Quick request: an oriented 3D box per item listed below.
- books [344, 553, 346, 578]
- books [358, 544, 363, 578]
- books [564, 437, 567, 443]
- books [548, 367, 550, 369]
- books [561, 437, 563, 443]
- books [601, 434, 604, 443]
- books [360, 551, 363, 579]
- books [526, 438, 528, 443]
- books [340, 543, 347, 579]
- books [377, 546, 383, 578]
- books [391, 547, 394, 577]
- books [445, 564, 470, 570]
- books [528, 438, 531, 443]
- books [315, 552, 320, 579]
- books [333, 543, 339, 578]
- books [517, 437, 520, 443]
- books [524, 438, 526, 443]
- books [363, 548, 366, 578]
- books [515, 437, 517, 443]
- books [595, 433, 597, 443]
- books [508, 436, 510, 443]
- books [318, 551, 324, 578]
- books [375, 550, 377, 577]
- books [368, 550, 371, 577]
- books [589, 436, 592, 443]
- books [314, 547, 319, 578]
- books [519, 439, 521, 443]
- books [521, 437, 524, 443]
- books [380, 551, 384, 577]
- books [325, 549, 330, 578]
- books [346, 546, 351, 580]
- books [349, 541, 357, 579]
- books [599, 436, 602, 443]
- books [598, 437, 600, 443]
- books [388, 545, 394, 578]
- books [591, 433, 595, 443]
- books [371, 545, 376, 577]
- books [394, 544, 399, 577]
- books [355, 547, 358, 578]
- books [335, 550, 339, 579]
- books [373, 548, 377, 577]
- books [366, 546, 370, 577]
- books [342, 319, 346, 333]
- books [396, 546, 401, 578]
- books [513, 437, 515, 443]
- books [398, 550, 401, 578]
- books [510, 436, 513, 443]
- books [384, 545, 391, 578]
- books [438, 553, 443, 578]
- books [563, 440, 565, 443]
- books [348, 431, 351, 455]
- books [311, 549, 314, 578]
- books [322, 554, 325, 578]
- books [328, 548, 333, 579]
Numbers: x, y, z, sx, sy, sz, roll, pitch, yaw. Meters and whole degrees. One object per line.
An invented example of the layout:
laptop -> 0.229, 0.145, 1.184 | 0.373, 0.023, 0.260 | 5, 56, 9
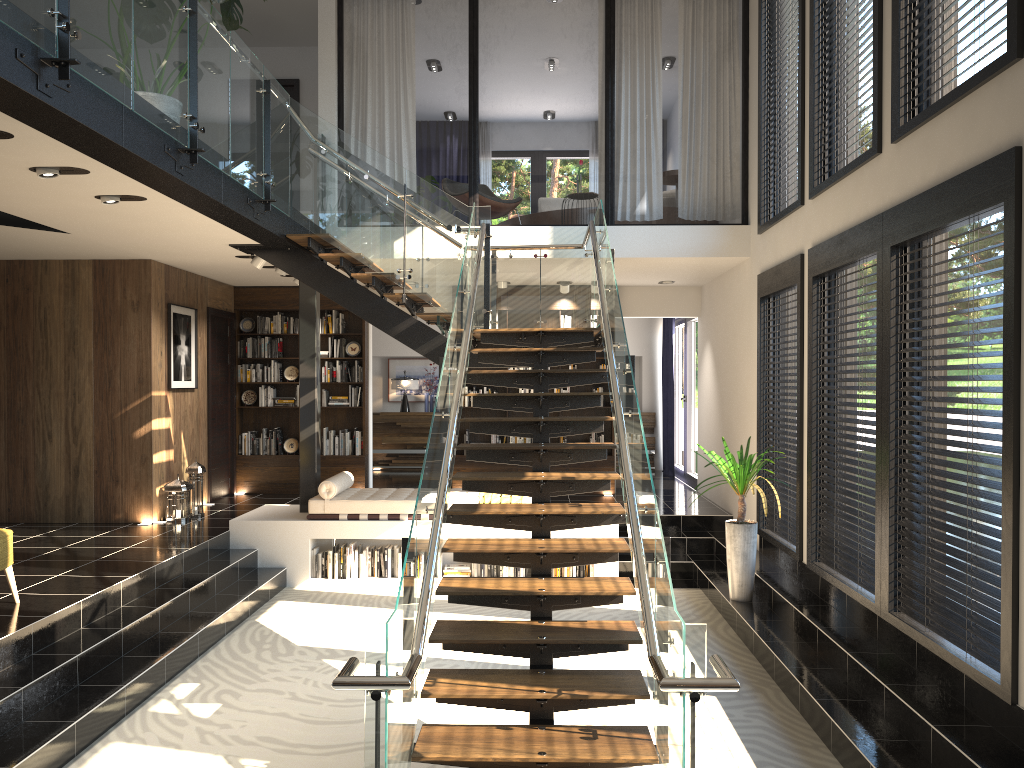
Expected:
books -> -1.624, 1.782, 8.745 | 0.029, 0.237, 0.146 | 0, 1, 2
books -> -1.497, 1.744, 8.745 | 0.021, 0.313, 0.139 | 0, 1, 2
books -> 0.692, 0.807, 11.462 | 0.026, 0.238, 0.159 | 0, 1, 2
books -> 0.478, -0.133, 11.495 | 0.046, 0.219, 0.145 | 0, 1, 2
books -> 0.642, 0.794, 11.485 | 0.024, 0.264, 0.174 | 0, 1, 2
books -> 1.167, 0.789, 11.449 | 0.025, 0.274, 0.204 | 0, 0, 2
books -> -1.472, 1.780, 8.742 | 0.029, 0.240, 0.165 | 0, 0, 2
books -> 0.197, 0.799, 11.471 | 0.025, 0.255, 0.202 | 0, 0, 2
books -> -1.654, 1.740, 8.722 | 0.030, 0.322, 0.202 | 0, 1, 2
books -> -1.309, 1.760, 8.778 | 0.028, 0.282, 0.172 | 0, 1, 2
books -> -1.172, 1.766, 8.795 | 0.029, 0.271, 0.128 | 0, 1, 2
books -> -0.540, 1.815, 8.793 | 0.249, 0.026, 0.148 | 0, 0, -1
books -> 0.226, 0.773, 11.489 | 0.032, 0.306, 0.155 | 0, 1, 2
books -> -1.905, 1.786, 8.737 | 0.024, 0.229, 0.171 | 0, 0, 2
books -> -1.737, 1.744, 8.756 | 0.029, 0.314, 0.163 | 0, 1, 2
books -> 0.082, 0.788, 11.478 | 0.030, 0.276, 0.160 | 0, 1, 2
books -> 0.170, 0.777, 11.496 | 0.032, 0.298, 0.169 | 0, 1, 2
books -> -1.446, 1.765, 8.755 | 0.021, 0.271, 0.148 | 0, 1, 2
books -> 0.055, 0.789, 11.504 | 0.025, 0.274, 0.150 | 0, 1, 2
books -> 1.074, 0.771, 11.459 | 0.027, 0.311, 0.148 | 0, 1, 2
books -> -0.035, 0.795, 11.513 | 0.026, 0.263, 0.156 | 0, 1, 2
books -> -1.879, 1.780, 8.740 | 0.027, 0.241, 0.150 | 0, 1, 2
books -> -1.333, 1.771, 8.787 | 0.019, 0.261, 0.183 | 0, 0, 2
books -> -1.402, 1.778, 8.822 | 0.026, 0.247, 0.149 | 0, 1, 2
books -> 1.018, 0.803, 11.458 | 0.026, 0.247, 0.149 | 0, 1, 2
books -> -1.929, 1.758, 8.752 | 0.024, 0.286, 0.130 | 0, 1, 2
books -> 0.110, 0.819, 11.489 | 0.025, 0.214, 0.170 | 0, 0, 2
books -> 0.138, 0.786, 11.498 | 0.031, 0.280, 0.141 | 0, 1, 2
books -> -1.270, 1.784, 8.790 | 0.050, 0.234, 0.149 | 0, 1, 2
books -> -1.820, 1.772, 8.769 | 0.030, 0.256, 0.145 | 0, 1, 2
books -> -1.597, 1.746, 8.718 | 0.028, 0.309, 0.211 | 0, 1, 2
books -> -1.558, 1.732, 8.737 | 0.051, 0.338, 0.187 | 0, 1, 2
books -> 1.144, 0.799, 11.456 | 0.023, 0.254, 0.191 | 0, 0, 2
books -> 1.122, 0.809, 11.465 | 0.022, 0.234, 0.178 | 0, 0, 2
books -> -1.199, 1.755, 8.778 | 0.025, 0.293, 0.205 | 0, 0, 2
books -> 1.046, 0.763, 11.458 | 0.030, 0.326, 0.195 | 0, 1, 2
books -> -1.377, 1.759, 8.820 | 0.025, 0.285, 0.137 | 0, 1, 2
books -> -1.146, 1.747, 8.793 | 0.023, 0.308, 0.126 | 0, 1, 2
books -> -1.520, 1.759, 8.736 | 0.025, 0.282, 0.149 | 0, 1, 2
books -> -1.710, 1.774, 8.720 | 0.027, 0.254, 0.204 | 0, 0, 2
books -> -1.354, 1.771, 8.804 | 0.023, 0.260, 0.133 | 0, 1, 2
books -> -1.425, 1.753, 8.777 | 0.020, 0.295, 0.102 | 0, 1, 2
books -> -2.199, -0.750, 11.608 | 0.022, 0.195, 0.135 | 0, 0, 2
books -> -1.122, 1.758, 8.784 | 0.025, 0.287, 0.169 | 0, 1, 2
books -> 0.027, 0.795, 11.487 | 0.030, 0.262, 0.173 | 0, 1, 2
books -> -1.097, 1.778, 8.760 | 0.027, 0.246, 0.193 | 0, 0, 2
books -> -0.005, 0.770, 11.477 | 0.035, 0.312, 0.160 | 0, 1, 2
books -> -1.229, 1.751, 8.766 | 0.033, 0.299, 0.195 | 0, 1, 2
books -> -0.706, 1.792, 8.780 | 0.030, 0.218, 0.186 | 0, 0, 2
books -> 0.667, 0.827, 11.471 | 0.025, 0.199, 0.149 | 0, 0, 2
books -> -2.124, 0.774, 11.587 | 0.011, 0.300, 0.153 | 0, 1, 2
books -> -1.953, 1.765, 8.768 | 0.025, 0.270, 0.156 | 0, 1, 2
books -> -1.850, 1.795, 8.767 | 0.029, 0.211, 0.130 | 0, 1, 2
books -> -1.769, 1.764, 8.730 | 0.035, 0.273, 0.200 | 0, 0, 2
